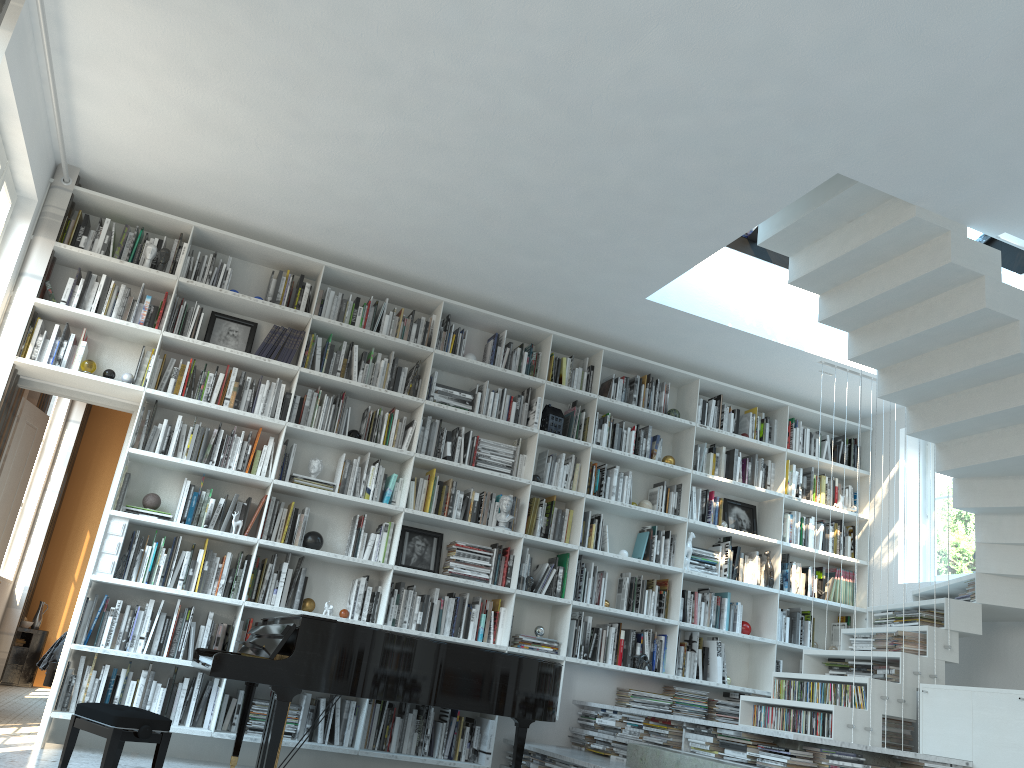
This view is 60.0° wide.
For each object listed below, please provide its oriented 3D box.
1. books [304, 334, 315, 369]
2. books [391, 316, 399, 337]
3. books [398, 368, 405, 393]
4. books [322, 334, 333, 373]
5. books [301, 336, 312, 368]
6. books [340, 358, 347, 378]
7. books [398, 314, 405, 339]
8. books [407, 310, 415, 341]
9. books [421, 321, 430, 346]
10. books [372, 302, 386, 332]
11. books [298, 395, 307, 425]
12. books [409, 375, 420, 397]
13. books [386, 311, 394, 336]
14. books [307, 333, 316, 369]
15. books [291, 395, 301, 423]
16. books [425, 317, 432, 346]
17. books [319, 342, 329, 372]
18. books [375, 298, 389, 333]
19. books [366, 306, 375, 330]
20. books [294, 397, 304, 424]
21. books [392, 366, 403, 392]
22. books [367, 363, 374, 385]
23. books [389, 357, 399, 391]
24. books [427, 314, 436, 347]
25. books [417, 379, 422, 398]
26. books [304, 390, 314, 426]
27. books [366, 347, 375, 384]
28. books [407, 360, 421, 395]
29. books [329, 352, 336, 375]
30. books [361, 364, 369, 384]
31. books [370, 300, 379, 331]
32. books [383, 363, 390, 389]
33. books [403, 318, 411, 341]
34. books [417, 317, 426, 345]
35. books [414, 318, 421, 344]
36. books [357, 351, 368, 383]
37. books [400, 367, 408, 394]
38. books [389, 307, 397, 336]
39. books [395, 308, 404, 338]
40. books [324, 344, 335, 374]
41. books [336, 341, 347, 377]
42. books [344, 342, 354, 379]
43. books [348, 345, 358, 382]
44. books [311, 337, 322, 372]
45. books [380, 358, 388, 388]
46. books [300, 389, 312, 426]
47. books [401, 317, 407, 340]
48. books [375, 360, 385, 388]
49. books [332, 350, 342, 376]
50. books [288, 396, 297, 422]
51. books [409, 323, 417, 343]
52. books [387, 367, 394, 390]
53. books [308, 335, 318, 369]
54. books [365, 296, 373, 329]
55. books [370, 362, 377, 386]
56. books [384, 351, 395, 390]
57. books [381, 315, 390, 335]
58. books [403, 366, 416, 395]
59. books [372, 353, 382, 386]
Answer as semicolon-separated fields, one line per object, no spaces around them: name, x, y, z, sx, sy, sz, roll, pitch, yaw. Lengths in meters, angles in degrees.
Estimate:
books;-1.359;-0.176;5.876;0.013;0.282;0.159;15;-19;-19
books;-0.838;-0.350;6.161;0.029;0.213;0.142;15;-19;-19
books;-0.783;0.012;6.067;0.022;0.222;0.161;15;-20;-19
books;-1.249;-0.165;5.907;0.012;0.314;0.172;15;-19;-19
books;-1.372;-0.172;5.852;0.023;0.255;0.175;15;-20;-19
books;-1.148;-0.065;5.943;0.034;0.180;0.160;15;-20;-19
books;-0.793;-0.352;6.157;0.021;0.228;0.161;15;-20;-19
books;-0.729;-0.361;6.190;0.013;0.284;0.160;15;-19;-19
books;-0.634;-0.309;6.207;0.026;0.224;0.172;15;-20;-19
books;-0.939;-0.416;6.108;0.052;0.272;0.173;15;-19;-19
books;-1.378;0.199;5.771;0.012;0.239;0.134;15;-19;-19
books;-0.681;0.053;6.123;0.028;0.211;0.135;15;-19;-19
books;-0.870;-0.373;6.142;0.026;0.235;0.134;15;-19;-19
books;-1.353;-0.180;5.902;0.014;0.308;0.130;15;-19;-19
books;-1.425;0.198;5.767;0.029;0.224;0.137;15;-19;-19
books;-0.615;-0.321;6.227;0.014;0.266;0.172;15;-19;-19
books;-1.267;-0.140;5.902;0.011;0.259;0.157;15;-19;-19
books;-0.911;-0.424;6.138;0.014;0.314;0.166;15;-19;-19
books;-0.996;-0.407;6.101;0.029;0.235;0.130;15;-19;-19
books;-1.401;0.207;5.774;0.024;0.218;0.140;15;-19;-19
books;-0.806;0.007;6.055;0.030;0.217;0.183;15;-20;-19
books;-0.984;-0.029;6.022;0.024;0.211;0.128;15;-19;-19
books;-0.832;-0.028;6.076;0.022;0.289;0.147;15;-19;-19
books;-0.594;-0.327;6.232;0.026;0.287;0.176;15;-19;-19
books;-0.664;0.069;6.134;0.019;0.193;0.098;15;-19;-19
books;-1.337;0.189;5.779;0.012;0.275;0.157;15;-19;-19
books;-0.984;-0.085;6.008;0.012;0.306;0.145;15;-19;-19
books;-0.705;-0.006;6.101;0.058;0.301;0.175;15;-19;-19
books;-1.219;-0.096;5.918;0.024;0.200;0.153;15;-20;-19
books;-1.011;-0.030;5.982;0.028;0.179;0.168;15;-20;-19
books;-0.969;-0.425;6.101;0.013;0.275;0.165;15;-19;-19
books;-0.879;-0.017;6.038;0.013;0.230;0.142;15;-19;-19
books;-0.755;-0.333;6.151;0.026;0.199;0.187;15;-20;-19
books;-0.664;-0.327;6.222;0.030;0.260;0.152;15;-19;-19
books;-0.688;-0.325;6.202;0.026;0.236;0.149;15;-19;-19
books;-1.032;-0.075;5.993;0.027;0.264;0.169;15;-19;-19
books;-0.767;0.015;6.091;0.025;0.236;0.153;15;-19;-19
books;-0.850;-0.384;6.155;0.014;0.268;0.156;15;-19;-19
books;-0.803;-0.376;6.151;0.014;0.265;0.192;15;-20;-19
books;-1.236;-0.125;5.903;0.031;0.241;0.182;15;-20;-19
books;-1.162;-0.127;5.943;0.023;0.292;0.156;15;-19;-19
books;-1.120;-0.120;5.979;0.013;0.314;0.135;15;-19;-19
books;-1.072;-0.101;5.966;0.075;0.284;0.179;15;-19;-19
books;-1.304;-0.155;5.899;0.067;0.273;0.168;15;-19;-19
books;-0.897;-0.035;6.040;0.028;0.260;0.136;15;-19;-19
books;-1.355;0.183;5.777;0.026;0.278;0.151;15;-19;-19
books;-0.774;-0.341;6.148;0.013;0.206;0.178;15;-20;-19
books;-0.915;-0.030;6.010;0.021;0.225;0.192;15;-20;-19
books;-1.191;-0.099;5.923;0.029;0.218;0.158;15;-20;-19
books;-1.437;0.194;5.736;0.015;0.207;0.186;15;-20;-19
books;-0.714;-0.310;6.176;0.031;0.184;0.177;15;-20;-19
books;-0.857;0.001;6.054;0.024;0.212;0.150;15;-20;-19
books;-1.336;-0.172;5.883;0.010;0.286;0.148;15;-19;-19
books;-1.005;-0.445;6.094;0.010;0.297;0.151;15;-19;-19
books;-0.959;-0.029;6.003;0.010;0.207;0.174;15;-20;-19
books;-0.858;-0.055;6.046;0.011;0.312;0.184;15;-19;-19
books;-0.896;-0.361;6.118;0.031;0.189;0.182;15;-20;-19
books;-0.722;0.008;6.090;0.055;0.263;0.167;15;-19;-19
books;-0.941;-0.058;6.033;0.026;0.285;0.138;15;-19;-19
